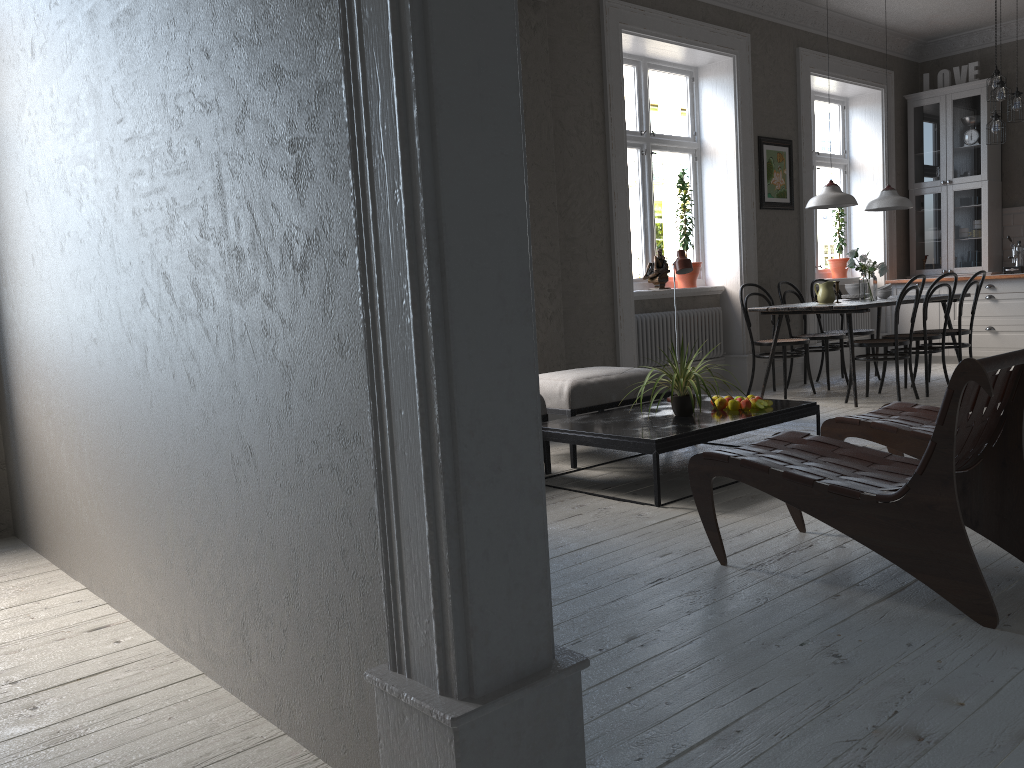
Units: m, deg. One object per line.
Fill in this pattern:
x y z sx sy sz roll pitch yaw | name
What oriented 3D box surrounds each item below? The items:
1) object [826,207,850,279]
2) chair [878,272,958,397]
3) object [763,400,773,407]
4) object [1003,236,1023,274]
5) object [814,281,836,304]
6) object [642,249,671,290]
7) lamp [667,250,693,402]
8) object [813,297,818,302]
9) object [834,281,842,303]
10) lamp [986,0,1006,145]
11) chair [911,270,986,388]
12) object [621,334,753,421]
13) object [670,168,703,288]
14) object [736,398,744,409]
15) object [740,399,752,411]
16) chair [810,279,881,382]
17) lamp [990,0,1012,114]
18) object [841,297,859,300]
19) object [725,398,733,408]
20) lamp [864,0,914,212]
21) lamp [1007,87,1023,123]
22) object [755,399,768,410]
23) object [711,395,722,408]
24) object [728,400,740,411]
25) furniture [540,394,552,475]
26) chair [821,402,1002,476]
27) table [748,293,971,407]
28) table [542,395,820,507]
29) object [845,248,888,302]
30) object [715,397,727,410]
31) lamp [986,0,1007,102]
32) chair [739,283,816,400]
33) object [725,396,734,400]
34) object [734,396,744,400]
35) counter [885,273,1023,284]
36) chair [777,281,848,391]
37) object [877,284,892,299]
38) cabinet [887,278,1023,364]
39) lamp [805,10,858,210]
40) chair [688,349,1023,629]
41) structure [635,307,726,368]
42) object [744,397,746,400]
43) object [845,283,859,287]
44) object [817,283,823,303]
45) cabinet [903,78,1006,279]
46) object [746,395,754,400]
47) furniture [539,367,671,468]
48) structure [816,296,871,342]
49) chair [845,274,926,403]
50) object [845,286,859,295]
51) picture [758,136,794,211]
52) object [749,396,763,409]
3.338 -1.489 9.044 0.263 0.813 0.257 -5 6 -14 | object
3.128 -0.384 6.820 0.446 0.921 0.538 -7 7 -33 | chair
1.311 0.098 4.568 0.067 0.037 0.047 -5 6 -15 | object
4.924 -1.265 8.665 0.360 0.370 0.201 -9 8 -41 | object
2.422 -0.707 6.847 0.148 0.170 0.137 -2 6 10 | object
1.161 -0.925 7.140 0.242 0.329 0.117 -8 8 -39 | object
0.923 -0.316 4.897 0.138 0.839 0.250 -4 6 -5 | lamp
2.576 -0.738 7.341 0.137 0.112 0.142 0 7 31 | object
2.521 -0.713 6.862 0.060 0.167 0.058 -7 7 -27 | object
4.149 -2.948 7.599 0.145 1.735 0.148 -2 6 16 | lamp
3.509 -0.438 7.129 0.447 0.921 0.537 -9 8 -43 | chair
0.874 -0.043 4.386 0.673 0.420 0.720 -6 6 -23 | object
1.439 -1.297 7.368 0.270 0.992 0.269 -4 6 -2 | object
1.171 0.098 4.539 0.055 0.058 0.060 2 8 40 | object
1.180 0.106 4.466 0.057 0.058 0.057 -5 6 -16 | object
2.941 -0.480 7.843 0.446 0.921 0.539 -7 7 -28 | chair
3.998 -3.113 7.245 0.146 1.735 0.147 -3 6 6 | lamp
2.865 -0.714 7.367 0.241 0.027 0.233 -6 6 -23 | object
1.116 0.099 4.576 0.057 0.056 0.061 1 7 36 | object
3.031 -2.350 7.159 0.387 1.859 0.372 -7 7 -33 | lamp
4.249 -3.098 7.451 0.144 1.735 0.149 1 7 36 | lamp
1.251 0.105 4.456 0.061 0.053 0.057 -7 7 -34 | object
1.067 0.092 4.618 0.072 0.066 0.066 -8 7 -36 | object
1.126 0.103 4.492 0.062 0.063 0.061 -4 6 -9 | object
-0.312 0.266 4.510 0.845 0.476 0.571 -8 8 -41 | furniture
1.775 0.148 3.405 0.518 0.721 0.995 -9 8 -41 | chair
2.857 -0.311 7.170 1.960 0.735 0.886 -8 8 -41 | table
0.845 0.299 4.526 1.337 0.303 0.831 -8 8 -41 | table
2.724 -0.842 6.793 0.257 0.414 0.305 -9 8 -42 | object
1.065 0.101 4.526 0.071 0.066 0.069 -6 7 -26 | object
4.050 -3.265 7.408 0.144 1.735 0.149 1 7 36 | lamp
2.135 -0.363 7.158 0.446 0.921 0.538 -7 7 -33 | chair
1.135 0.090 4.640 0.056 0.058 0.059 0 7 32 | object
1.182 0.091 4.600 0.061 0.058 0.061 -3 6 4 | object
4.240 -0.892 7.398 3.462 0.039 3.094 -8 8 -41 | counter
2.558 -0.426 7.531 0.447 0.921 0.537 -9 8 -43 | chair
3.034 -0.756 7.231 0.130 0.119 0.122 -6 7 -25 | object
4.668 -0.483 7.207 1.980 0.854 4.210 -3 6 6 | cabinet
2.347 -2.250 6.563 0.380 1.859 0.378 -4 6 -3 | lamp
1.119 0.245 2.833 0.518 0.721 0.995 -9 8 -41 | chair
1.329 -0.382 7.190 1.249 0.428 0.145 -9 8 -43 | structure
1.207 0.093 4.667 0.067 0.039 0.063 -7 7 -35 | object
2.860 -0.787 7.359 0.176 0.094 0.183 2 8 40 | object
2.485 -0.735 7.069 0.094 0.172 0.098 0 7 30 | object
4.557 -2.048 9.121 0.396 1.921 0.861 -9 8 -41 | cabinet
1.244 0.086 4.598 0.058 0.062 0.065 0 7 30 | object
0.441 0.156 5.168 0.845 0.476 0.571 -8 8 -41 | furniture
3.267 -0.667 8.882 1.249 0.428 0.145 -9 8 -43 | structure
2.722 -0.324 6.460 0.447 0.921 0.537 -9 8 -43 | chair
2.861 -0.767 7.362 0.176 0.094 0.183 2 8 40 | object
2.321 -1.839 7.763 0.532 0.620 0.019 -9 8 -41 | picture
1.245 0.093 4.521 0.076 0.064 0.074 -4 6 -10 | object
